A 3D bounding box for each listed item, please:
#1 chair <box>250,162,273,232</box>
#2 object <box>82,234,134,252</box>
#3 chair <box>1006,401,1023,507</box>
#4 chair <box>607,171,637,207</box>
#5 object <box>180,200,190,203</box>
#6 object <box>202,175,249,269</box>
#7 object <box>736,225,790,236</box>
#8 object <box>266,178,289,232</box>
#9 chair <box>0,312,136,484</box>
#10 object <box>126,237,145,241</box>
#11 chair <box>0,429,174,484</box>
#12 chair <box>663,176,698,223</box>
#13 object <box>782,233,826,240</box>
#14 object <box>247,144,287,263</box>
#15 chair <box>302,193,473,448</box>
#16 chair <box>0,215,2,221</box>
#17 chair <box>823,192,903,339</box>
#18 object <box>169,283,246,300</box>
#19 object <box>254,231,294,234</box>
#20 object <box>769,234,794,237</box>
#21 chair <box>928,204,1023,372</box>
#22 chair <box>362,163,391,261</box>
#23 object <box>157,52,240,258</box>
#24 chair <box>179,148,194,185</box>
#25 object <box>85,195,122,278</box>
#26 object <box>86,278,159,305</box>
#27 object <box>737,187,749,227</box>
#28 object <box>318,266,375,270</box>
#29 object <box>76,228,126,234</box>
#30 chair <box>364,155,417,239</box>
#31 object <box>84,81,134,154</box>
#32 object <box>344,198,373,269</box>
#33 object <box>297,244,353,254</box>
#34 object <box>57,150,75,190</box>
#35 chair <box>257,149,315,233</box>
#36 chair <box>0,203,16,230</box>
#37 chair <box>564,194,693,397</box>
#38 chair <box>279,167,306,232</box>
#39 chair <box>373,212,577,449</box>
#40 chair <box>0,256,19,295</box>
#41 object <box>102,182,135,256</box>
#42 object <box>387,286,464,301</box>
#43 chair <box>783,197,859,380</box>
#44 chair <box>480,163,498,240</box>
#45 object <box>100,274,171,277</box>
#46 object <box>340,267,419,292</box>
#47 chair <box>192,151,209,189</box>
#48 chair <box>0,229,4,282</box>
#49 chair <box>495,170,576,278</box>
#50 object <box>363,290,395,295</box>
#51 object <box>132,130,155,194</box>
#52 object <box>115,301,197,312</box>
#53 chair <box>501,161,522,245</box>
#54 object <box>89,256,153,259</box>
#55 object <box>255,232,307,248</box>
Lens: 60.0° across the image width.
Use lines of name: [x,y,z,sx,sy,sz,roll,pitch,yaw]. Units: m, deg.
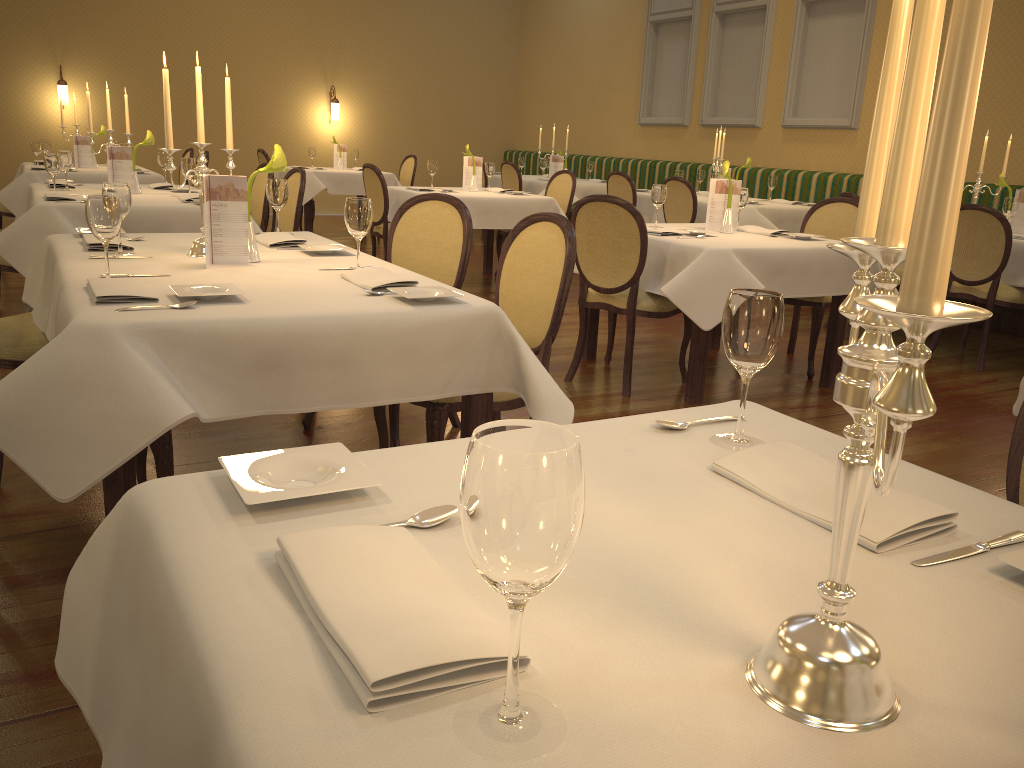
chair: [-1.926,-1.039,6.075,0.571,0.955,0.530,-6,18,-28]
object: [-1.395,-0.486,3.055,0.142,0.033,0.273,-6,18,-28]
chair: [0.791,0.406,1.320,0.571,0.955,0.530,-6,18,-28]
chair: [1.169,-1.504,8.330,0.571,0.955,0.530,-6,18,-28]
object: [-1.756,-1.015,4.937,0.181,0.015,0.038,-5,17,-27]
object: [-0.910,-0.504,2.744,0.081,0.277,0.166,12,18,31]
object: [1.354,-0.831,4.808,0.142,0.033,0.273,-6,18,-28]
object: [-0.937,-0.704,3.548,0.088,0.229,0.088,8,16,18]
chair: [-1.684,-0.200,3.071,0.530,0.955,0.571,16,20,39]
object: [-1.426,-0.526,3.220,0.181,0.015,0.038,-5,17,-27]
chair: [-1.233,0.015,2.370,0.571,0.955,0.530,-6,18,-28]
chair: [1.568,-1.290,7.628,0.571,0.955,0.530,-6,18,-28]
object: [1.509,-0.762,4.597,0.160,0.024,0.160,-6,18,-28]
object: [-0.804,-0.578,2.839,0.163,0.375,0.076,1,15,-7]
chair: [-0.472,-0.271,3.551,0.530,0.955,0.571,14,19,34]
chair: [-4.520,-1.732,8.122,0.571,0.955,0.530,-6,18,-28]
chair: [2.474,-0.806,6.033,0.571,0.955,0.530,2,15,-4]
object: [-0.769,-0.227,2.236,0.160,0.024,0.160,-6,18,-28]
object: [-0.980,-0.623,3.653,0.181,0.015,0.038,-5,17,-27]
object: [1.420,-0.780,4.663,0.181,0.015,0.038,-5,17,-27]
chair: [2.869,-0.599,5.352,0.571,0.955,0.530,-6,18,-28]
chair: [-0.893,-1.257,7.058,0.571,0.955,0.530,-6,18,-28]
object: [-1.012,-0.744,2.893,0.131,0.655,0.390,4,15,5]
chair: [-3.374,-1.809,8.610,0.571,0.955,0.530,-6,18,-28]
object: [-1.082,-0.384,2.360,0.088,0.229,0.088,8,16,18]
object: [-0.985,-0.236,2.235,0.142,0.024,0.273,-6,18,-28]
object: [1.270,-0.981,4.959,0.088,0.229,0.088,6,16,12]
object: [-0.524,-0.368,2.818,0.185,0.010,0.017,-5,17,-27]
object: [-1.544,-0.566,3.327,0.160,0.024,0.160,-6,18,-28]
chair: [-1.431,-2.229,10.493,0.571,0.955,0.530,-6,18,-28]
object: [-2.446,-1.507,5.403,0.131,0.655,0.390,4,15,5]
object: [-0.471,-0.453,2.722,0.088,0.229,0.088,8,16,18]
object: [-0.665,-0.475,3.156,0.160,0.024,0.160,-6,18,-28]
object: [-2.713,-1.300,5.391,0.088,0.229,0.088,6,16,12]
chair: [-2.544,-2.135,9.947,0.571,0.955,0.530,-6,18,-28]
chair: [-4.116,-1.517,7.415,0.571,0.955,0.530,-6,18,-28]
chair: [0.579,-0.474,4.479,0.530,0.955,0.571,16,20,39]
chair: [-1.555,-0.842,5.426,0.571,0.955,0.530,-6,18,-28]
chair: [-0.120,-0.079,2.916,0.571,0.955,0.530,-6,18,-28]
chair: [-2.667,-0.747,4.880,0.571,0.955,0.530,-6,18,-28]
object: [-1.279,-0.537,2.880,0.088,0.229,0.088,6,16,12]
object: [-0.232,-0.234,2.360,0.160,0.024,0.160,-6,18,-28]
chair: [1.685,-0.574,5.045,0.571,0.955,0.530,-9,20,-38]
chair: [-0.243,-2.254,10.802,0.571,0.955,0.530,-6,18,-28]
object: [-1.058,-0.307,2.497,0.185,0.010,0.017,-6,17,-28]
object: [-0.387,-0.303,2.571,0.142,0.033,0.273,-6,18,-28]
chair: [-3.003,-1.612,7.961,0.571,0.955,0.530,-6,18,-28]
chair: [-3.072,-0.962,5.587,0.571,0.955,0.530,-6,18,-28]
chair: [0.219,-1.352,7.604,0.571,0.955,0.530,-6,18,-28]
object: [-0.321,-0.252,2.426,0.181,0.015,0.038,-5,17,-27]
object: [-2.239,-1.340,5.350,0.163,0.375,0.076,1,15,-7]
object: [-0.833,-0.183,2.078,0.181,0.015,0.038,-5,17,-27]
chair: [0.156,-2.041,10.099,0.571,0.955,0.530,-6,18,-28]
object: [-1.241,-0.405,2.818,0.185,0.010,0.017,-6,17,-28]
object: [-0.885,-0.547,3.368,0.142,0.033,0.273,-6,18,-28]
